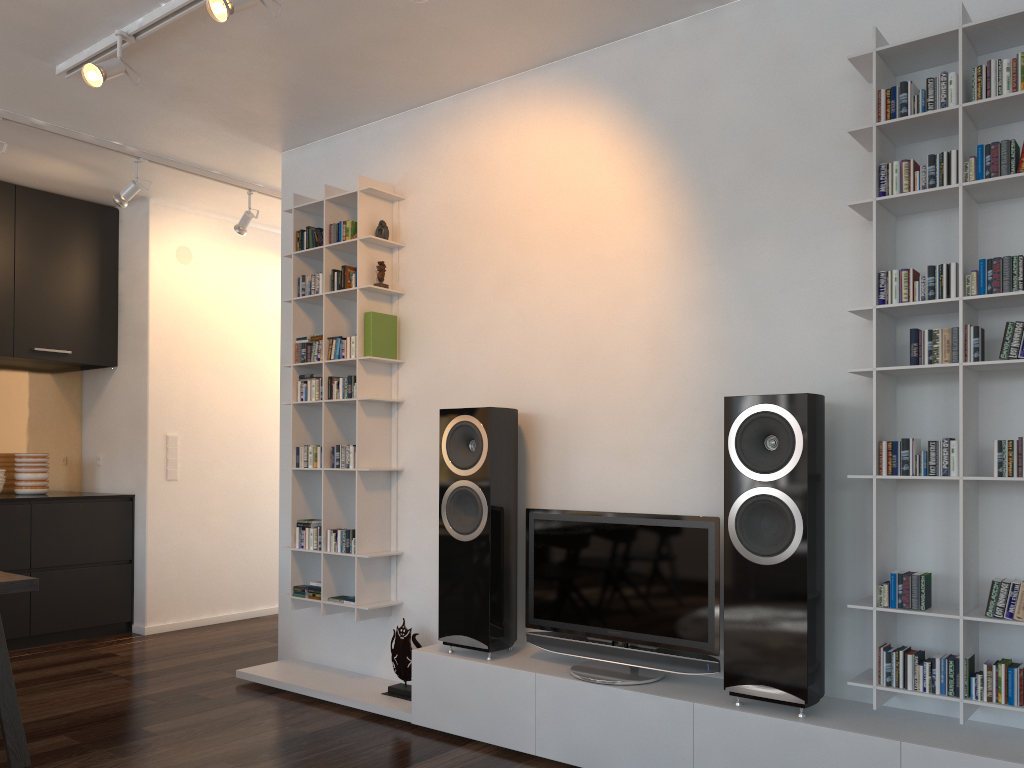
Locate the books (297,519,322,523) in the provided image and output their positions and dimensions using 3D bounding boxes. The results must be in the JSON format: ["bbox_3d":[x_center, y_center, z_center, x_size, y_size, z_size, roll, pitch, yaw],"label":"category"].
[{"bbox_3d":[-0.995,0.683,4.401,0.111,0.012,0.093,-4,-6,38],"label":"books"}]

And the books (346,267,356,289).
[{"bbox_3d":[-0.756,-0.496,4.191,0.016,0.107,0.069,0,-2,38],"label":"books"}]

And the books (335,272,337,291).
[{"bbox_3d":[-0.819,-0.484,4.238,0.014,0.092,0.070,0,-2,38],"label":"books"}]

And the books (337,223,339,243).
[{"bbox_3d":[-0.813,-0.714,4.252,0.012,0.107,0.069,0,-2,38],"label":"books"}]

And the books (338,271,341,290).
[{"bbox_3d":[-0.796,-0.487,4.217,0.020,0.093,0.070,0,-2,38],"label":"books"}]

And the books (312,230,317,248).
[{"bbox_3d":[-0.948,-0.704,4.341,0.028,0.093,0.070,-1,-2,38],"label":"books"}]

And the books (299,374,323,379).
[{"bbox_3d":[-0.990,-0.033,4.418,0.111,0.022,0.096,-3,-6,38],"label":"books"}]

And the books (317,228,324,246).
[{"bbox_3d":[-0.908,-0.710,4.310,0.057,0.098,0.069,-1,-2,38],"label":"books"}]

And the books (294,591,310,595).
[{"bbox_3d":[-1.023,1.029,4.374,0.092,0.014,0.070,-4,-6,38],"label":"books"}]

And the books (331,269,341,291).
[{"bbox_3d":[-0.835,-0.491,4.246,0.023,0.107,0.069,0,-2,38],"label":"books"}]

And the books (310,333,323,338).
[{"bbox_3d":[-0.916,-0.233,4.324,0.112,0.014,0.093,-4,-6,38],"label":"books"}]

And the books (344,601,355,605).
[{"bbox_3d":[-0.734,1.027,4.165,0.092,0.014,0.070,-4,-6,38],"label":"books"}]

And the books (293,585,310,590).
[{"bbox_3d":[-1.020,1.005,4.372,0.107,0.009,0.069,-4,-6,38],"label":"books"}]

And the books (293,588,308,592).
[{"bbox_3d":[-1.025,1.016,4.374,0.092,0.015,0.070,-4,-6,38],"label":"books"}]

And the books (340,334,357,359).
[{"bbox_3d":[-0.733,-0.171,4.196,0.137,0.112,0.123,-2,-4,38],"label":"books"}]

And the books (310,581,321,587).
[{"bbox_3d":[-0.925,0.972,4.300,0.092,0.014,0.070,-4,-6,38],"label":"books"}]

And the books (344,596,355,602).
[{"bbox_3d":[-0.734,1.014,4.160,0.093,0.014,0.070,-4,-7,43],"label":"books"}]

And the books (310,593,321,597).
[{"bbox_3d":[-0.926,1.023,4.298,0.092,0.014,0.070,-4,-6,38],"label":"books"}]

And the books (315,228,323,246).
[{"bbox_3d":[-0.915,-0.709,4.316,0.057,0.098,0.069,-1,-2,38],"label":"books"}]

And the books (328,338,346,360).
[{"bbox_3d":[-0.826,-0.162,4.256,0.088,0.107,0.096,-2,-3,38],"label":"books"}]

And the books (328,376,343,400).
[{"bbox_3d":[-0.853,0.024,4.276,0.029,0.115,0.074,0,-2,38],"label":"books"}]

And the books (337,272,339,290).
[{"bbox_3d":[-0.808,-0.485,4.229,0.014,0.092,0.070,0,-2,38],"label":"books"}]

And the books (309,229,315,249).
[{"bbox_3d":[-0.963,-0.707,4.352,0.019,0.099,0.074,0,-2,38],"label":"books"}]

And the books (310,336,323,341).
[{"bbox_3d":[-0.923,-0.219,4.317,0.107,0.018,0.069,-4,-6,38],"label":"books"}]

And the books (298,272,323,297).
[{"bbox_3d":[-0.951,-0.484,4.375,0.222,0.112,0.109,-3,-4,38],"label":"books"}]

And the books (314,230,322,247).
[{"bbox_3d":[-0.930,-0.705,4.325,0.046,0.091,0.070,-1,-2,38],"label":"books"}]

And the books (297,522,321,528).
[{"bbox_3d":[-1.007,0.699,4.388,0.107,0.023,0.069,-3,-6,38],"label":"books"}]

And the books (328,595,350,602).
[{"bbox_3d":[-0.812,1.034,4.253,0.111,0.012,0.093,-4,-6,38],"label":"books"}]

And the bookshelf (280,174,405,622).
[{"bbox_3d":[-0.836,0.082,4.330,0.639,2.071,0.227,-1,-1,38],"label":"bookshelf"}]

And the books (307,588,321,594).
[{"bbox_3d":[-0.933,1.005,4.301,0.107,0.023,0.069,-3,-6,38],"label":"books"}]

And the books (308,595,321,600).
[{"bbox_3d":[-0.930,1.039,4.304,0.107,0.016,0.069,-4,-6,38],"label":"books"}]

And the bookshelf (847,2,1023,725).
[{"bbox_3d":[1.927,-0.092,2.179,2.087,2.071,0.227,-2,-2,38],"label":"bookshelf"}]

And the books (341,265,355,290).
[{"bbox_3d":[-0.776,-0.499,4.204,0.029,0.115,0.074,0,-2,38],"label":"books"}]

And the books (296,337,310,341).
[{"bbox_3d":[-1.017,-0.222,4.399,0.093,0.014,0.070,-4,-7,43],"label":"books"}]

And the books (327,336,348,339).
[{"bbox_3d":[-0.825,-0.220,4.248,0.107,0.008,0.069,-4,-6,38],"label":"books"}]

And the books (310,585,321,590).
[{"bbox_3d":[-0.925,0.986,4.299,0.092,0.014,0.070,-4,-6,38],"label":"books"}]

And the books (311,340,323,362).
[{"bbox_3d":[-0.915,-0.157,4.330,0.114,0.107,0.096,-2,-3,38],"label":"books"}]

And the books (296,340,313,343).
[{"bbox_3d":[-1.018,-0.208,4.404,0.092,0.014,0.070,-4,-6,38],"label":"books"}]

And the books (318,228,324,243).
[{"bbox_3d":[-0.901,-0.710,4.305,0.057,0.098,0.069,-1,-2,38],"label":"books"}]

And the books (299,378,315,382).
[{"bbox_3d":[-0.991,-0.018,4.413,0.111,0.012,0.093,-4,-6,38],"label":"books"}]

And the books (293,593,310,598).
[{"bbox_3d":[-1.023,1.043,4.373,0.098,0.015,0.074,-4,-6,38],"label":"books"}]
